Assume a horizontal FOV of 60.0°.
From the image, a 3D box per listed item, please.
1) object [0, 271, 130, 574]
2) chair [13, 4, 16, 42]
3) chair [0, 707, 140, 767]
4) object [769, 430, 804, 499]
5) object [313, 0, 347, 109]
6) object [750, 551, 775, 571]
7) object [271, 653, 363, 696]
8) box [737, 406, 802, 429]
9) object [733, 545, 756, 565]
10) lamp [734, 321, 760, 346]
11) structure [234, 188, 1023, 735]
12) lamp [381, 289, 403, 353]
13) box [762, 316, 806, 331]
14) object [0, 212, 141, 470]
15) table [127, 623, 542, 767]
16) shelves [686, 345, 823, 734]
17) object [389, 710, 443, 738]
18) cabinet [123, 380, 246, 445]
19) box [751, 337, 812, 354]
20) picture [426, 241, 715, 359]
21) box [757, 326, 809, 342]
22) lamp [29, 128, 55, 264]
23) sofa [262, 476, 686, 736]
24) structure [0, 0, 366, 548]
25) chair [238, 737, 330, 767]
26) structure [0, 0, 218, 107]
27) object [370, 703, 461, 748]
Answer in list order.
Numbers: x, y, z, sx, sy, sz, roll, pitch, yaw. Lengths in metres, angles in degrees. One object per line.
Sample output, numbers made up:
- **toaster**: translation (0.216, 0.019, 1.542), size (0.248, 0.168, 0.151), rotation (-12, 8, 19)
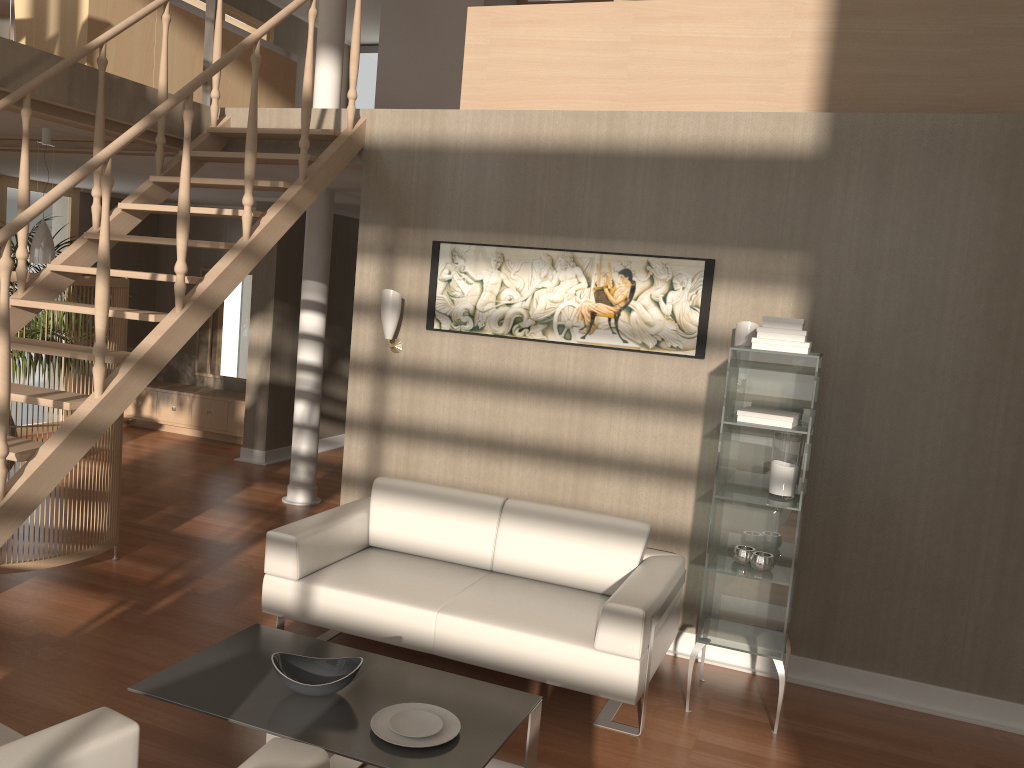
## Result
- **object**: translation (-2.642, 0.238, 4.067), size (0.233, 1.542, 2.229), rotation (8, 6, 26)
- **chair**: translation (-3.000, -2.111, 4.735), size (0.496, 0.796, 0.430), rotation (7, 6, 16)
- **chair**: translation (-1.567, 1.034, 2.127), size (0.900, 0.740, 0.905), rotation (8, 7, 31)
- **object**: translation (1.189, 0.347, 3.862), size (0.129, 0.291, 0.129), rotation (4, 6, -7)
- **object**: translation (-1.307, -2.955, 6.529), size (0.200, 2.400, 0.200), rotation (7, 6, 21)
- **object**: translation (1.093, 0.775, 3.868), size (0.103, 0.066, 0.103), rotation (10, 8, 40)
- **object**: translation (-0.684, 1.018, 3.103), size (0.317, 0.125, 0.223), rotation (4, 6, -8)
- **box**: translation (1.112, 0.143, 3.832), size (0.232, 0.047, 0.232), rotation (8, 6, 26)
- **object**: translation (1.035, 0.762, 3.946), size (0.103, 0.066, 0.103), rotation (10, 8, 40)
- **lamp**: translation (1.113, -0.122, 4.234), size (0.112, 0.353, 0.153), rotation (7, 6, 21)
- **structure**: translation (-1.049, -0.206, 5.851), size (8.342, 2.533, 10.775), rotation (7, 6, 21)
- **lamp**: translation (-0.665, -0.345, 4.910), size (0.112, 0.353, 0.153), rotation (7, 6, 21)
- **box**: translation (1.163, -0.260, 3.791), size (0.168, 0.047, 0.168), rotation (7, 6, 21)
- **object**: translation (-4.027, -0.211, 6.676), size (2.109, 2.304, 2.157), rotation (6, 6, 9)
- **table**: translation (-0.612, 1.231, 3.140), size (1.260, 0.293, 0.700), rotation (7, 6, 21)
- **shelves**: translation (1.074, 0.648, 3.901), size (0.400, 1.600, 0.403), rotation (7, 6, 21)
- **object**: translation (-0.315, 1.121, 2.906), size (0.178, 0.020, 0.178), rotation (2, 7, -30)
- **cabinet**: translation (-3.173, 0.309, 9.254), size (1.911, 0.458, 0.500), rotation (7, 6, 21)
- **box**: translation (1.157, -0.166, 3.800), size (0.232, 0.047, 0.232), rotation (7, 6, 21)
- **picture**: translation (0.258, -0.455, 4.611), size (1.531, 0.487, 0.018), rotation (7, 6, 21)
- **box**: translation (1.160, -0.213, 3.798), size (0.200, 0.047, 0.200), rotation (7, 6, 21)
- **lamp**: translation (-2.800, -1.122, 5.312), size (0.139, 0.800, 0.139), rotation (1, 7, -33)
- **sofa**: translation (-0.161, 0.947, 4.170), size (1.781, 0.740, 0.905), rotation (7, 6, 21)
- **structure**: translation (-1.924, -0.597, 3.770), size (1.000, 3.578, 3.150), rotation (7, 6, 21)
- **chair**: translation (-0.334, 1.180, 1.738), size (0.900, 0.740, 0.905), rotation (7, 6, 16)
- **structure**: translation (-3.977, -2.210, 4.377), size (3.475, 0.900, 3.300), rotation (7, 6, 21)
- **object**: translation (-0.316, 1.123, 2.907), size (0.294, 0.020, 0.294), rotation (4, 6, -7)
